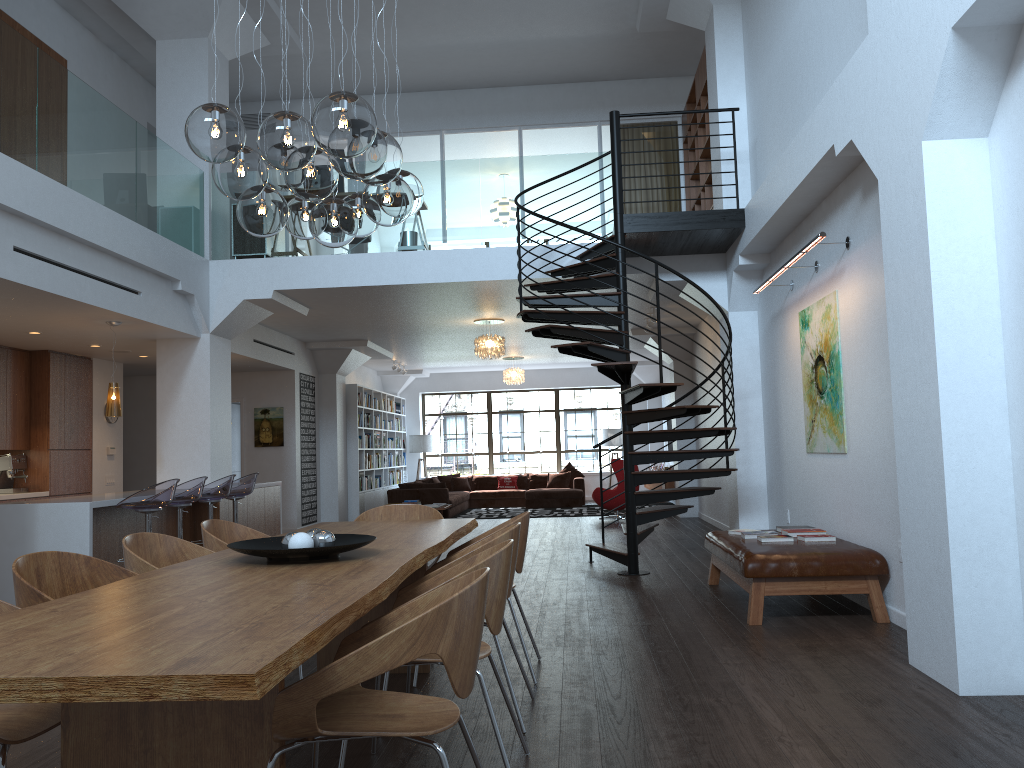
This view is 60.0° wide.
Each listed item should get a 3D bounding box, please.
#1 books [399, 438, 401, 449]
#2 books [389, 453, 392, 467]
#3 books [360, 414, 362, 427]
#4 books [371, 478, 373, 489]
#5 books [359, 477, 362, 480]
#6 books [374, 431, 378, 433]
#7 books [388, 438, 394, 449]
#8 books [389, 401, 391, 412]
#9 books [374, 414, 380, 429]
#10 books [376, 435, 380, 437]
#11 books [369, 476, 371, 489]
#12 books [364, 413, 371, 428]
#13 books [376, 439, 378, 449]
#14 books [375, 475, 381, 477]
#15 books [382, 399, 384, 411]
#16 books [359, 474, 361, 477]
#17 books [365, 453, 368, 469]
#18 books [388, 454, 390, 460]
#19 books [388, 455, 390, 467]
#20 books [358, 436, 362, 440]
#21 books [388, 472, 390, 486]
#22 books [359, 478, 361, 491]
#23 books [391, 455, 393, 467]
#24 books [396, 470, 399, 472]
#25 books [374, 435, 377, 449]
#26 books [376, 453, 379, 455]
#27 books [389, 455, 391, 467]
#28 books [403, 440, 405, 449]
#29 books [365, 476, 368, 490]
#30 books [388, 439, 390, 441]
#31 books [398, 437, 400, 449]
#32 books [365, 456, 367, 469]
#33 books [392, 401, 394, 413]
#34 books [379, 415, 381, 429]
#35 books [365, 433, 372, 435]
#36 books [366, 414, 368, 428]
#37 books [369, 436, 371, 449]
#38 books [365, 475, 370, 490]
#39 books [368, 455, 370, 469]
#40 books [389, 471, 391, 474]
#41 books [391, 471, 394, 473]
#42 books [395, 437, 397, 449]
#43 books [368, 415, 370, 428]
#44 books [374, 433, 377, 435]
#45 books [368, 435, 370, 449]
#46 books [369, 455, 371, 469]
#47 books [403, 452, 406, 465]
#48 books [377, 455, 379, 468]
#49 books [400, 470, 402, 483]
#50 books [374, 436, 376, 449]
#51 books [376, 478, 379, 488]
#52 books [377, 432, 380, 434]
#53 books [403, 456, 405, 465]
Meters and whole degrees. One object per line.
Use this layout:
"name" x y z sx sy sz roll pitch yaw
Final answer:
"books" -2.524 1.295 19.317 0.174 0.236 0.142 -2 -4 3
"books" -2.587 1.564 18.274 0.197 0.290 0.136 -2 -4 4
"books" -2.773 0.652 15.786 0.174 0.242 0.105 -2 -4 4
"books" -2.681 1.855 16.522 0.161 0.207 0.135 -2 -4 3
"books" -2.750 1.772 15.701 0.183 0.253 0.042 -2 -4 4
"books" -2.688 0.922 16.910 0.223 0.027 0.161 -3 -4 13
"books" -2.557 1.246 18.636 0.140 0.231 0.042 -2 -4 4
"books" -2.610 0.474 18.449 0.171 0.246 0.057 -2 -4 4
"books" -2.676 0.740 17.317 0.176 0.290 0.053 -2 -4 4
"books" -2.699 1.017 17.349 0.223 0.027 0.161 -1 -4 -7
"books" -2.699 1.821 16.378 0.183 0.253 0.042 -2 -4 4
"books" -2.743 0.692 16.601 0.198 0.284 0.049 -2 -4 4
"books" -2.669 1.145 17.098 0.161 0.207 0.135 -2 -4 3
"books" -2.629 1.904 17.357 0.140 0.231 0.042 -2 -4 4
"books" -2.662 0.426 17.710 0.174 0.236 0.136 -2 -4 3
"books" -2.755 1.619 15.650 0.174 0.045 0.240 -1 -4 -7
"books" -2.729 1.412 16.228 0.176 0.290 0.053 -2 -4 4
"books" -2.591 1.570 18.122 0.182 0.255 0.077 -2 -4 4
"books" -2.587 1.572 18.081 0.174 0.243 0.085 -2 -4 4
"books" -2.750 1.040 15.840 0.140 0.231 0.042 -2 -4 4
"books" -2.586 1.932 18.094 0.198 0.284 0.066 -2 -4 3
"books" -2.747 1.770 15.588 0.174 0.240 0.054 -2 -4 4
"books" -2.566 1.598 18.421 0.174 0.242 0.105 -2 -4 4
"books" -2.530 2.001 19.034 0.198 0.284 0.066 -2 -4 4
"books" -2.689 1.113 16.981 0.183 0.253 0.042 -2 -4 4
"books" -2.660 1.479 17.138 0.176 0.290 0.036 -2 -4 3
"books" -2.577 1.575 18.168 0.182 0.253 0.098 -2 -4 4
"books" -2.483 1.340 19.788 0.182 0.215 0.188 -2 -4 4
"books" -2.719 1.802 16.140 0.183 0.253 0.042 -2 -4 4
"books" -2.583 1.231 18.268 0.140 0.206 0.042 -2 -4 4
"books" -2.529 1.279 19.228 0.183 0.253 0.042 -2 -4 4
"books" -2.731 1.428 16.143 0.171 0.246 0.057 -2 -4 4
"books" -2.590 0.488 18.700 0.183 0.253 0.034 -2 -4 4
"books" -2.676 0.748 17.378 0.197 0.283 0.065 -2 -4 4
"books" -2.710 1.066 16.598 0.176 0.294 0.102 -2 -4 4
"books" -2.750 0.690 16.374 0.183 0.253 0.042 -2 -4 4
"books" -2.712 1.081 16.460 0.174 0.239 0.045 -2 -4 4
"books" -2.710 1.812 16.292 0.180 0.259 0.042 -2 -4 4
"books" -2.713 1.443 16.351 0.171 0.246 0.057 -2 -4 4
"books" -2.570 1.937 18.204 0.176 0.290 0.053 -2 -4 3
"books" -2.554 1.957 18.475 0.176 0.290 0.036 -2 -4 3
"books" -2.547 1.260 18.877 0.174 0.240 0.054 -2 -4 4
"books" -2.732 0.705 16.484 0.174 0.240 0.054 -2 -4 4
"books" -2.694 0.960 16.930 0.174 0.045 0.240 -2 -4 3
"books" -2.721 1.067 16.361 0.182 0.253 0.034 -2 -4 4
"books" -2.710 1.446 16.434 0.183 0.253 0.034 -2 -4 4
"books" -2.468 1.678 19.827 0.176 0.290 0.053 -2 -4 4
"books" -2.653 1.495 17.102 0.183 0.253 0.034 -2 -4 3
"books" -2.498 2.022 19.363 0.176 0.290 0.053 -2 -4 4
"books" -2.686 1.111 16.868 0.174 0.240 0.054 -2 -4 4
"books" -2.638 1.912 17.100 0.128 0.178 0.021 -2 -4 4
"books" -2.674 0.956 17.339 0.129 0.043 0.185 -3 -5 18
"books" -2.473 1.706 19.673 0.161 0.213 0.118 -2 -4 4
